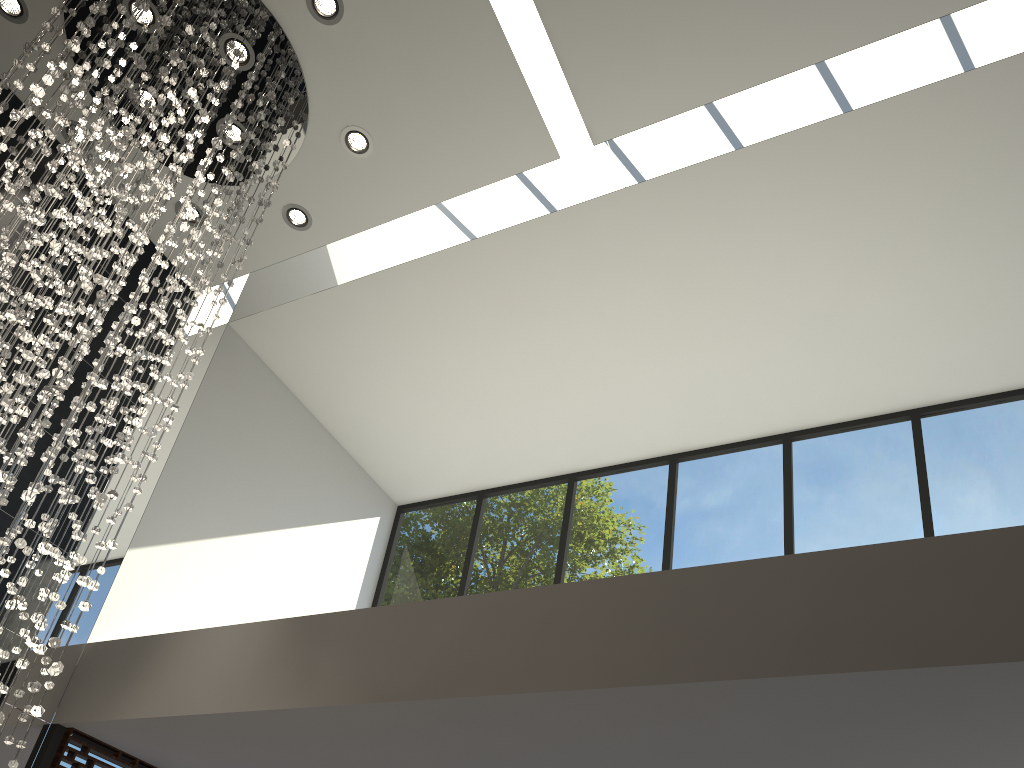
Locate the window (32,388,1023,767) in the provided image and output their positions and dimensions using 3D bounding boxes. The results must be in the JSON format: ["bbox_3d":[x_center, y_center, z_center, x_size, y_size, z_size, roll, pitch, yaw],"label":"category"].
[{"bbox_3d":[0.733,1.875,4.305,6.252,5.338,2.587,-12,-41,27],"label":"window"}]

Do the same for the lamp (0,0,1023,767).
[{"bbox_3d":[3.351,-37.071,19.612,418.989,102.621,425.573,31,-43,-25],"label":"lamp"}]
